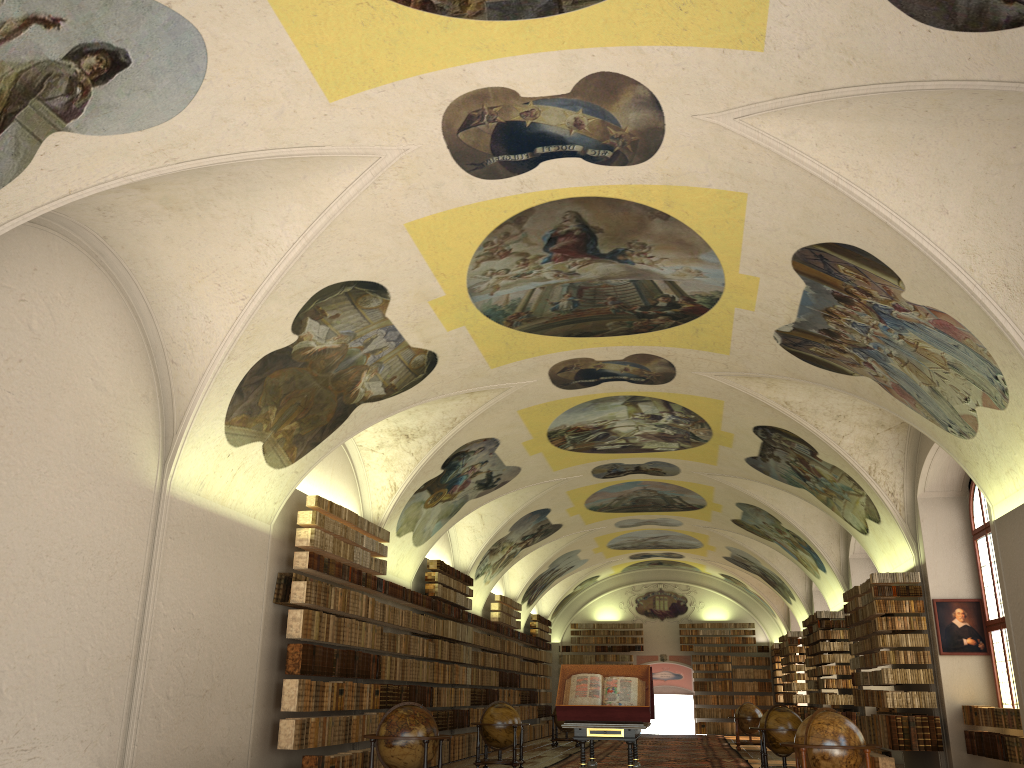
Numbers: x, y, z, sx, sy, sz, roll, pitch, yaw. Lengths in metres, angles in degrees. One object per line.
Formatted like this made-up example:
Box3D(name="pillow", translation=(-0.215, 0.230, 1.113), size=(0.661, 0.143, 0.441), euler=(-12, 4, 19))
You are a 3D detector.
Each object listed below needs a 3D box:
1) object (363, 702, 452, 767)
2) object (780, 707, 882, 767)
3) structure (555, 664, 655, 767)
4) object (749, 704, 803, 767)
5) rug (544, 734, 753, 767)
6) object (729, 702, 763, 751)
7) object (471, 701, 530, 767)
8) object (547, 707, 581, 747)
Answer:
Box3D(name="object", translation=(-1.512, 5.341, 12.769), size=(1.281, 1.440, 1.285), euler=(10, -21, -25))
Box3D(name="object", translation=(4.225, 5.034, 11.708), size=(1.282, 1.440, 1.283), euler=(17, -25, -39))
Box3D(name="structure", translation=(1.364, 4.995, 12.480), size=(1.245, 1.969, 1.902), euler=(-3, -19, 10))
Box3D(name="object", translation=(5.486, 7.246, 17.952), size=(1.281, 1.440, 1.285), euler=(10, -21, -25))
Box3D(name="rug", translation=(3.377, 9.168, 21.457), size=(4.705, 0.064, 37.123), euler=(-3, -20, 10))
Box3D(name="object", translation=(7.540, 10.854, 28.137), size=(1.282, 1.440, 1.284), euler=(14, -23, -34))
Box3D(name="object", translation=(-0.253, 7.553, 19.014), size=(1.282, 1.440, 1.283), euler=(17, -25, -39))
Box3D(name="object", translation=(1.797, 11.165, 29.210), size=(1.282, 1.440, 1.284), euler=(14, -23, -34))
